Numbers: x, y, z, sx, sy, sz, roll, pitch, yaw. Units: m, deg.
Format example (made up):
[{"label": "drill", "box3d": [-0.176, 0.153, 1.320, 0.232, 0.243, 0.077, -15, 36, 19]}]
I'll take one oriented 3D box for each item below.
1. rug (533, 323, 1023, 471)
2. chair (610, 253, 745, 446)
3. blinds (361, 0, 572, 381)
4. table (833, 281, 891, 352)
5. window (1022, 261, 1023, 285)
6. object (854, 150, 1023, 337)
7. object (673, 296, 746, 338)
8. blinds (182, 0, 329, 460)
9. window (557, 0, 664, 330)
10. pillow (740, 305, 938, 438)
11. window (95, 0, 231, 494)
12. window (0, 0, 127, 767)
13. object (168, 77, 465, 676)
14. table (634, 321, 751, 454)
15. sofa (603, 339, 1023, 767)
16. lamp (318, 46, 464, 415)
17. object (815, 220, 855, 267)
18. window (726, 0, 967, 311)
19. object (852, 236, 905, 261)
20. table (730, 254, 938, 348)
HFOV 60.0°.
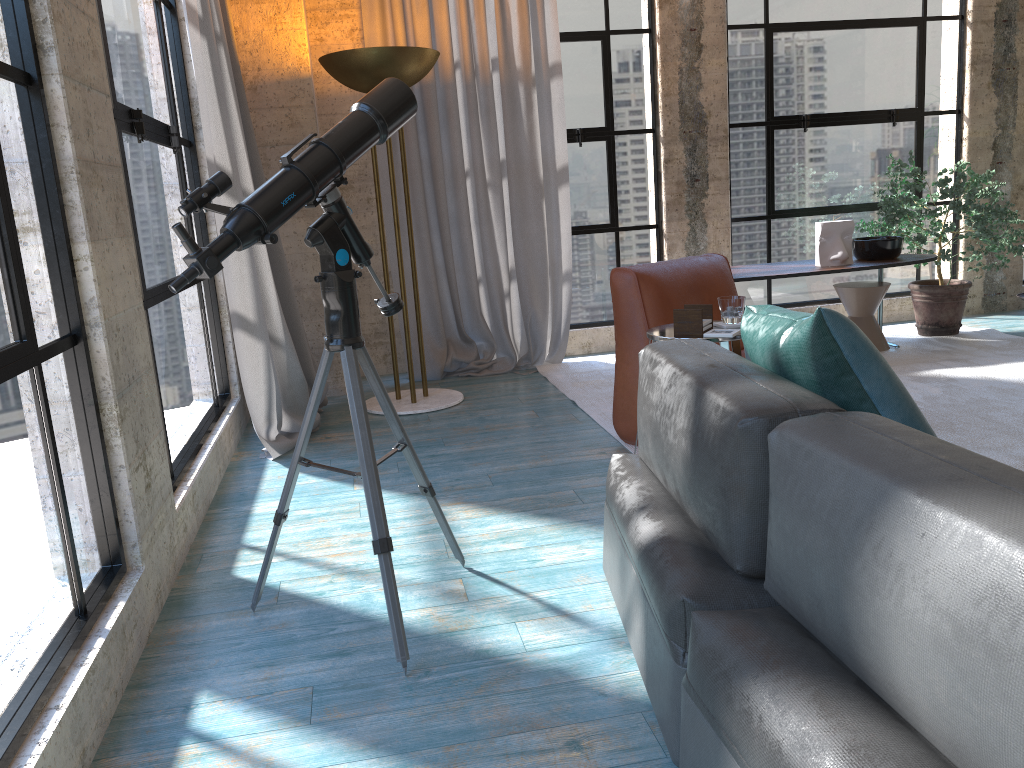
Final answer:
[{"label": "rug", "box3d": [2.253, 0.447, 2.289, 2.954, 0.032, 7.768, -6, 12, -9]}, {"label": "chair", "box3d": [0.943, -0.139, 3.732, 0.801, 0.759, 0.920, -14, 15, -38]}, {"label": "blinds", "box3d": [-0.227, -1.524, 5.309, 1.187, 2.986, 0.404, -6, 12, -8]}, {"label": "table", "box3d": [2.141, -0.413, 5.434, 0.331, 0.394, 0.331, 3, 14, 29]}, {"label": "window", "box3d": [4.499, -2.060, 6.451, 1.780, 2.530, 0.081, -6, 12, -9]}, {"label": "object", "box3d": [3.036, -1.224, 5.820, 1.641, 1.708, 0.971, -12, 14, -33]}, {"label": "object", "box3d": [0.656, -0.223, 2.879, 0.206, 0.096, 0.287, 3, 14, 30]}, {"label": "blinds", "box3d": [-1.191, -1.193, 4.051, 0.384, 2.985, 1.131, -6, 12, -9]}, {"label": "window", "box3d": [0.095, -1.584, 5.727, 1.780, 2.530, 0.081, -6, 12, -9]}, {"label": "pillow", "box3d": [0.741, 0.066, 1.748, 0.349, 0.466, 1.042, -4, 12, 1]}, {"label": "window", "box3d": [-1.393, -0.988, 3.438, 0.081, 2.530, 1.780, -6, 12, -9]}, {"label": "window", "box3d": [-0.991, -0.556, 1.273, 0.081, 2.530, 1.780, -6, 12, -9]}, {"label": "object", "box3d": [-0.447, -0.045, 2.205, 0.617, 1.406, 0.595, -6, 12, -8]}, {"label": "table", "box3d": [0.649, 0.113, 2.988, 0.549, 0.603, 0.549, -11, 14, -29]}, {"label": "sofa", "box3d": [0.765, 0.342, 1.671, 1.019, 0.680, 2.063, -6, 12, -9]}, {"label": "lamp", "box3d": [-0.612, -0.784, 4.725, 0.619, 1.822, 0.619, -6, 12, -9]}, {"label": "object", "box3d": [1.937, -0.834, 5.259, 0.214, 0.259, 0.154, -6, 12, -9]}, {"label": "window", "box3d": [2.297, -1.822, 6.089, 1.780, 2.530, 0.081, -6, 12, -9]}, {"label": "object", "box3d": [2.255, -0.837, 5.476, 0.307, 0.129, 0.307, 3, 14, 29]}, {"label": "table", "box3d": [1.655, -0.447, 5.438, 2.004, 0.530, 0.715, -7, 12, -11]}]
